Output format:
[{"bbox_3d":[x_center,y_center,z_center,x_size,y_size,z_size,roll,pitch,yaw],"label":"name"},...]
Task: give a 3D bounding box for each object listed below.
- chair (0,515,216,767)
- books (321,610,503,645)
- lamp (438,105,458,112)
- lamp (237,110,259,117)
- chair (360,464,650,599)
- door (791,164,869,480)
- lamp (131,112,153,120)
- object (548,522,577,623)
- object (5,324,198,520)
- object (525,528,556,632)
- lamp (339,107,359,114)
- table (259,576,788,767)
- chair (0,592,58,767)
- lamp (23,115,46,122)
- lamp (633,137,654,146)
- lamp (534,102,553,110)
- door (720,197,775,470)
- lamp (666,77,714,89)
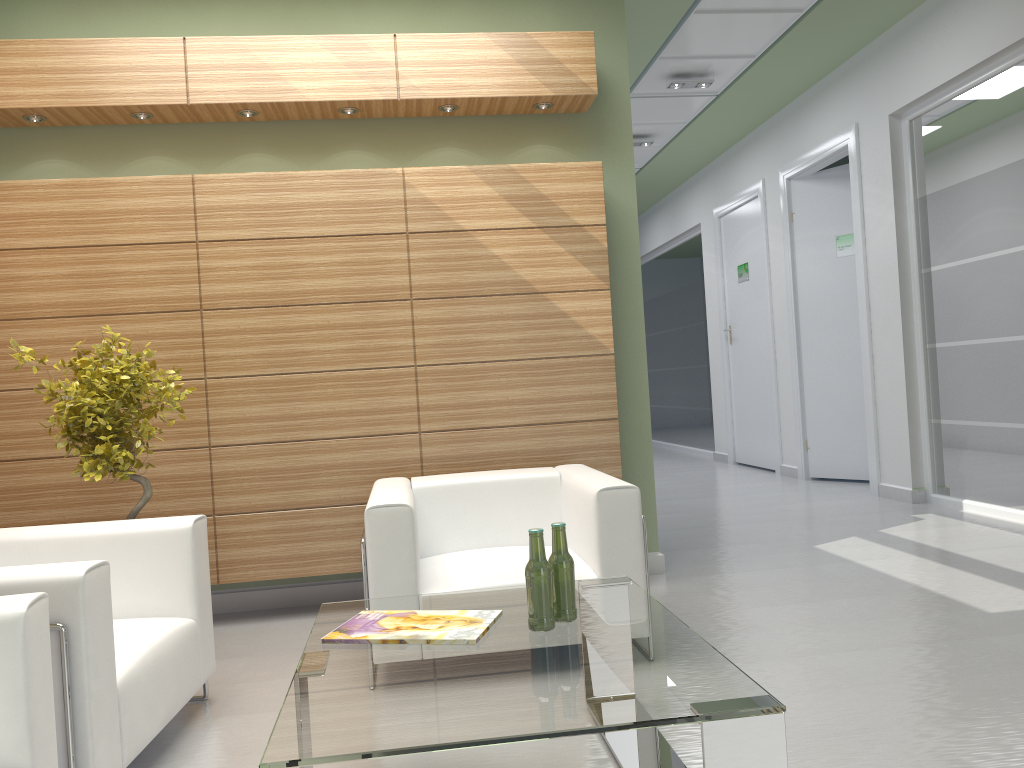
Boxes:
[{"bbox_3d":[-2.767,1.499,4.845,1.769,1.234,1.894,-4,0,-2],"label":"chair"},{"bbox_3d":[-0.476,1.188,4.346,0.762,0.025,0.508,-4,0,13],"label":"books"},{"bbox_3d":[-0.587,-2.560,8.154,0.181,0.074,0.181,-4,0,44],"label":"lamp"},{"bbox_3d":[-2.365,-2.448,7.937,0.181,0.074,0.181,-4,0,44],"label":"lamp"},{"bbox_3d":[-0.113,1.335,6.621,1.894,1.234,1.802,-4,0,-7],"label":"chair"},{"bbox_3d":[5.549,-0.994,14.252,0.134,5.083,2.089,-4,0,-37],"label":"door"},{"bbox_3d":[-3.266,-2.391,7.827,0.181,0.074,0.181,-4,0,-13],"label":"lamp"},{"bbox_3d":[0.241,0.917,4.335,0.131,0.475,0.131,-4,0,-42],"label":"object"},{"bbox_3d":[-2.965,0.839,6.474,1.201,2.565,1.116,-4,0,-39],"label":"object"},{"bbox_3d":[0.128,0.924,4.199,0.131,0.475,0.131,-4,0,-42],"label":"object"},{"bbox_3d":[-1.482,-2.503,8.045,0.181,0.074,0.181,-4,0,-13],"label":"lamp"},{"bbox_3d":[-0.045,1.546,4.041,1.783,0.742,2.197,-4,0,-7],"label":"table"},{"bbox_3d":[-2.503,1.478,2.535,1.802,1.234,1.894,-4,0,-12],"label":"chair"},{"bbox_3d":[-4.156,-2.335,7.719,0.181,0.074,0.181,-4,0,-13],"label":"lamp"},{"bbox_3d":[2.277,-4.506,16.442,0.657,0.159,0.286,-4,0,-7],"label":"lamp"},{"bbox_3d":[0.290,-2.615,8.262,0.181,0.074,0.181,-4,0,-13],"label":"lamp"},{"bbox_3d":[4.582,-0.927,17.363,0.250,5.083,2.089,-4,0,-7],"label":"door"},{"bbox_3d":[2.662,-4.537,13.277,0.657,0.159,0.286,-4,0,-7],"label":"lamp"}]
